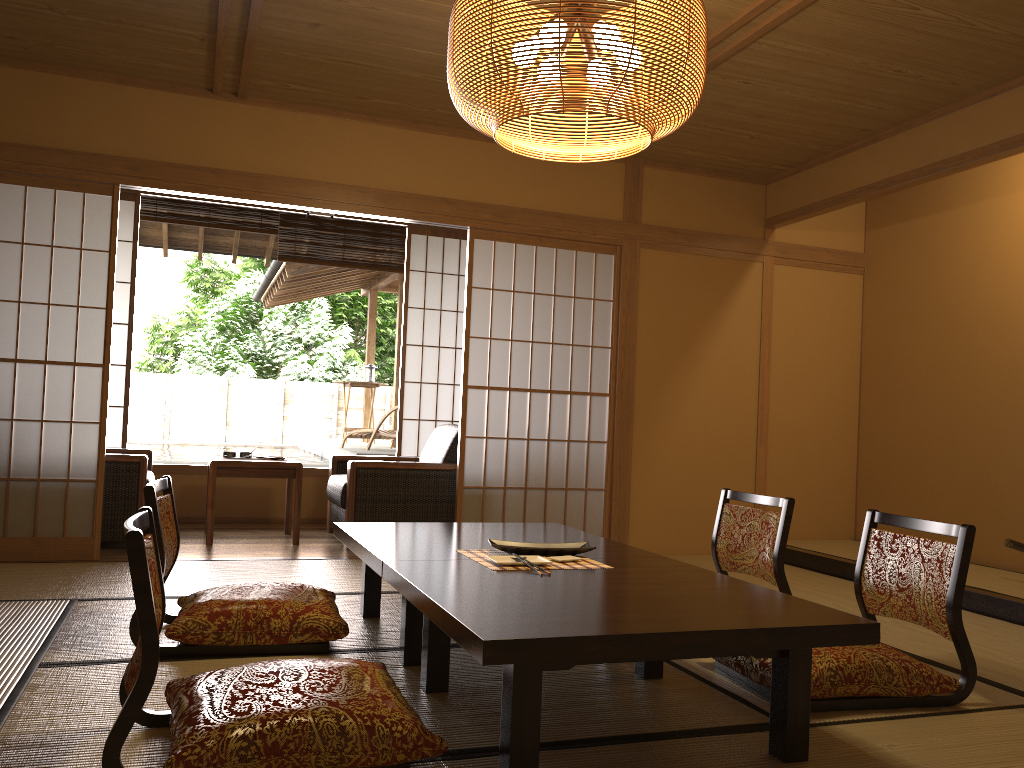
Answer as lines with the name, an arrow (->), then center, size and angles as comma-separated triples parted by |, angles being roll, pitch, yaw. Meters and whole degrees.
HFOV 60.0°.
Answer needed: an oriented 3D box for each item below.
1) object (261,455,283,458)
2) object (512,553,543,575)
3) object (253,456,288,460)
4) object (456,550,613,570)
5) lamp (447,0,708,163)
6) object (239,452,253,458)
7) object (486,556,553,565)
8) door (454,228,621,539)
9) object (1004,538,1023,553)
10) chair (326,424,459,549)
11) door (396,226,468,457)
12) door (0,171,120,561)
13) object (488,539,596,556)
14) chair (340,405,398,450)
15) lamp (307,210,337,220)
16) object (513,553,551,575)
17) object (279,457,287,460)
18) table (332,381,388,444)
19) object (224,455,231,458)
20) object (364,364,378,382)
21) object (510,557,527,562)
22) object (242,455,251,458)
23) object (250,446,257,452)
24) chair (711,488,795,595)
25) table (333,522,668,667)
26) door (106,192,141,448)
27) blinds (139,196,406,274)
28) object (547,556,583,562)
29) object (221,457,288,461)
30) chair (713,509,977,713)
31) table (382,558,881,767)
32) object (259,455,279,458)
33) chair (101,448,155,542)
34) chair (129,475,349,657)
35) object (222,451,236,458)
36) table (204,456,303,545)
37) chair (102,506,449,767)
object -> -1.532, 0.459, 5.636 | 0.230, 0.007, 0.006 | 1, -3, 36
object -> 0.043, 0.543, 2.675 | 0.006, 0.030, 0.229 | 3, -3, -22
object -> -1.533, 0.469, 5.630 | 0.181, 0.015, 0.131 | 1, -3, 25
object -> 0.063, 0.566, 2.876 | 0.401, 0.003, 0.398 | 3, -3, -20
lamp -> 0.206, -1.170, 2.761 | 0.798, 0.825, 0.799 | 2, -2, 4
object -> -1.693, 0.452, 5.641 | 0.084, 0.037, 0.084 | 4, -3, -28
object -> 0.021, 0.551, 2.760 | 0.180, 0.014, 0.130 | 3, -3, -18
door -> 0.167, 0.072, 5.392 | 0.992, 1.933, 0.040 | 3, -2, -20
object -> 2.768, 0.809, 4.175 | 0.104, 0.398, 1.021 | 3, -2, -20
chair -> -0.713, 0.640, 5.865 | 0.944, 0.779, 0.872 | 3, -2, -20
door -> -0.382, -0.252, 6.966 | 0.992, 1.872, 0.040 | 3, -2, -20
door -> -2.544, -0.091, 4.414 | 0.992, 1.933, 0.040 | 3, -2, -20
object -> 0.097, 0.552, 2.976 | 0.349, 0.039, 0.129 | 3, -3, -7
chair -> -1.036, 0.229, 8.588 | 0.678, 0.851, 1.226 | 4, -3, -45
lamp -> -1.206, -1.417, 5.697 | 0.330, 0.681, 0.330 | 3, -2, -20
object -> 0.058, 0.544, 2.684 | 0.006, 0.030, 0.229 | 3, -3, -28
object -> -1.438, 0.469, 5.560 | 0.050, 0.018, 0.015 | 4, -2, -33
table -> -1.849, 0.348, 10.706 | 0.669, 0.731, 0.669 | 3, -2, -17
object -> -1.766, 0.452, 5.511 | 0.050, 0.018, 0.015 | 2, -2, 22
object -> -1.719, -0.129, 10.780 | 0.176, 0.239, 0.176 | 1, -2, 39
object -> 0.020, 0.545, 2.745 | 0.050, 0.018, 0.015 | 4, -2, -23
object -> -1.688, 0.452, 5.522 | 0.130, 0.026, 0.038 | 4, -3, -35
object -> -1.677, 0.431, 5.662 | 0.038, 0.068, 0.117 | 1, -3, 35
chair -> 0.736, 0.716, 3.654 | 0.699, 0.546, 0.583 | 3, -2, -21
table -> -0.106, 0.760, 3.340 | 0.995, 0.356, 0.995 | 3, -3, -20
door -> -3.095, -0.414, 5.988 | 0.992, 1.872, 0.040 | 3, -2, -20
blinds -> -1.721, -1.202, 6.554 | 1.933, 0.594, 0.048 | 3, -2, -20
object -> 0.170, 0.565, 2.852 | 0.099, 0.012, 0.067 | 4, -3, -36
object -> -1.619, 0.472, 5.579 | 0.401, 0.003, 0.300 | 3, -3, -20
chair -> 1.030, 0.692, 2.853 | 0.687, 0.546, 0.583 | 3, -2, -16
table -> 0.234, 0.732, 2.405 | 0.995, 0.356, 0.995 | 3, -3, -20
object -> -1.540, 0.458, 5.614 | 0.230, 0.007, 0.006 | 0, -3, 44
chair -> -2.588, 0.527, 5.188 | 0.944, 0.779, 0.872 | 3, -2, -20
chair -> -0.933, 0.618, 3.114 | 0.687, 0.546, 0.583 | 3, -2, -16
object -> -1.786, 0.446, 5.605 | 0.084, 0.037, 0.084 | 2, -2, 8
table -> -1.631, 0.722, 5.572 | 0.540, 0.500, 0.540 | 3, -2, -20
chair -> -0.558, 0.589, 2.094 | 0.699, 0.546, 0.583 | 3, -2, -21
